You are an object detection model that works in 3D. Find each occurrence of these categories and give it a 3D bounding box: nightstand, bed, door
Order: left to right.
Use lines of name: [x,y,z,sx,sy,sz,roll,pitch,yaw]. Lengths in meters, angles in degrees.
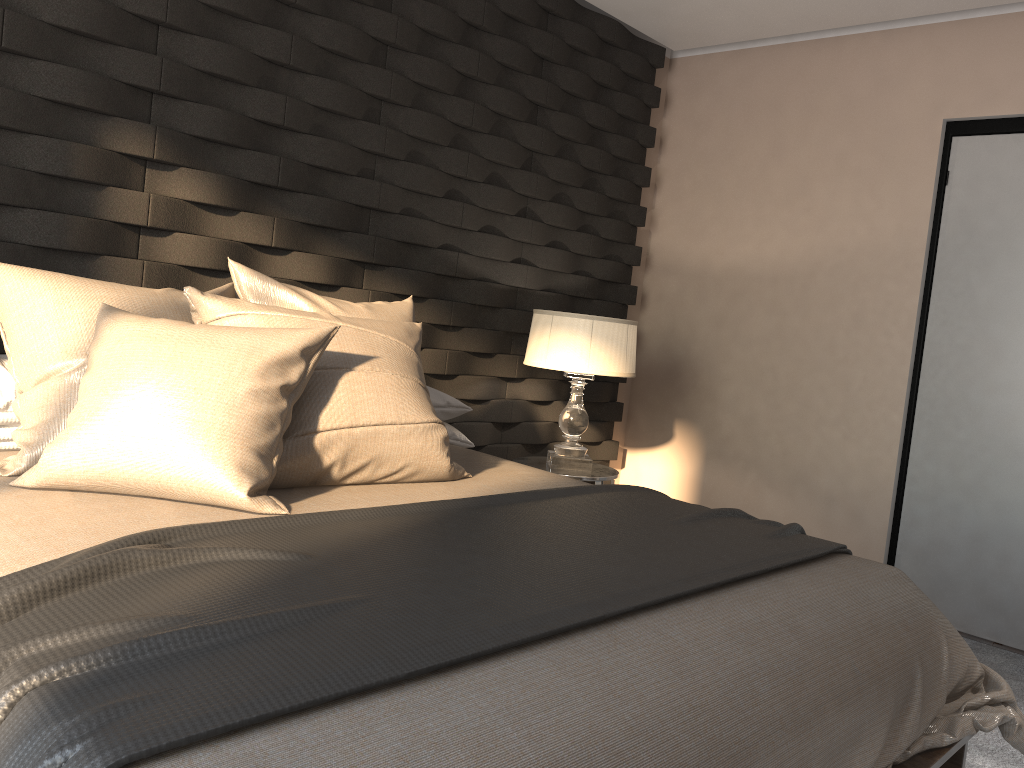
bed: [-0.295,0.561,2.004,2.175,0.623,2.414,10,5,42]
nightstand: [0.189,0.575,3.659,0.633,0.472,0.609,6,4,-9]
door: [2.077,-0.001,3.454,0.948,2.091,0.162,9,4,43]

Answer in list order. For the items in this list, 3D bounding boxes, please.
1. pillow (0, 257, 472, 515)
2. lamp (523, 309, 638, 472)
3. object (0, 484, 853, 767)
pillow: [-0.535,-0.043,2.192,0.853,0.518,1.326,10,5,44]
lamp: [0.268,0.031,3.628,0.463,0.630,0.469,7,3,4]
object: [0.042,0.443,1.710,0.587,0.322,2.161,10,5,42]
